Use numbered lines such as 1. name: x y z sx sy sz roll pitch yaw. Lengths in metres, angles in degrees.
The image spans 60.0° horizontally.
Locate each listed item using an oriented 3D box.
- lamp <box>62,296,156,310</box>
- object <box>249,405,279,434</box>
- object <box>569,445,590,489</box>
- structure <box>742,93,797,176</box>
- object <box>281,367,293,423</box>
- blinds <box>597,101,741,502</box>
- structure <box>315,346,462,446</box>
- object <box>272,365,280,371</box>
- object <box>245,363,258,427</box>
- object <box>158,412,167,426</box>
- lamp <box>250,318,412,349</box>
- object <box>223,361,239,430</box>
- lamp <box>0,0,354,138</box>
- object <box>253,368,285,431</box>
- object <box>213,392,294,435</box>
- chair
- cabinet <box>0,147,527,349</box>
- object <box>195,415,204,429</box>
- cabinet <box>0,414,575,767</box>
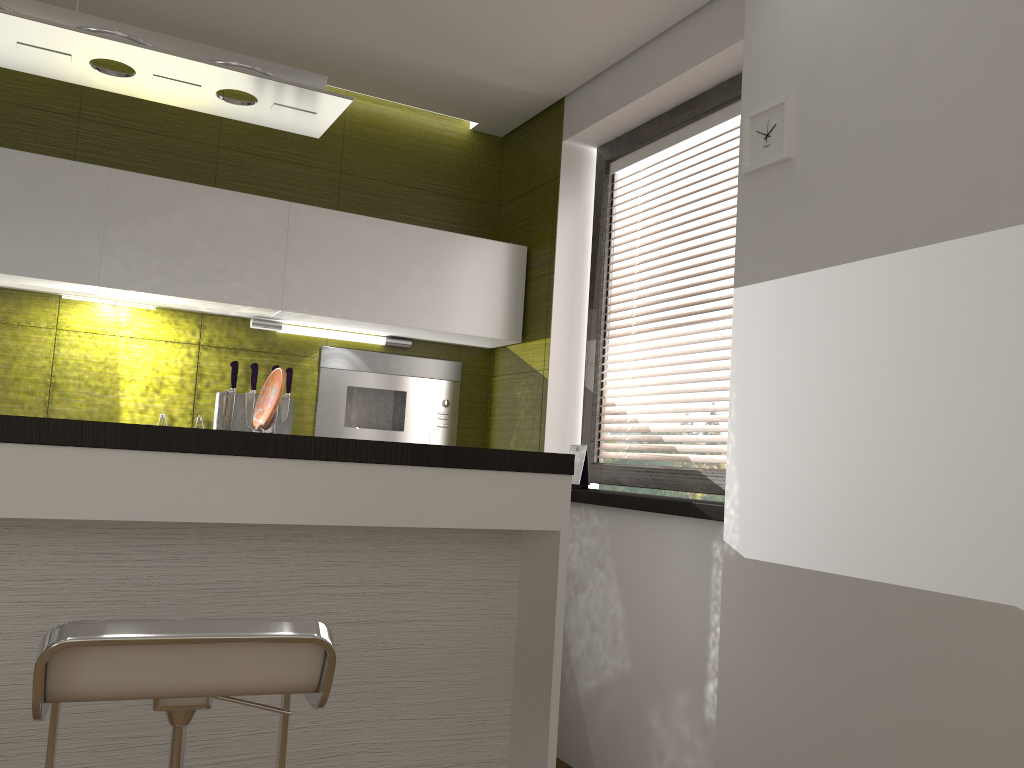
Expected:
1. lamp: -1.566 -0.316 3.452 0.334 0.008 0.008 6 -6 -27
2. object: -0.665 0.079 2.414 0.072 0.131 0.088 7 -6 -32
3. object: 0.255 0.324 3.470 0.057 0.169 0.106 7 -6 -33
4. structure: 0.716 -0.694 2.476 0.026 0.180 0.180 6 -6 -27
5. object: -0.919 0.046 3.602 0.040 0.231 0.013 6 -6 -27
6. blinds: 2.073 -2.408 7.390 16.000 12.704 9.030 2 -5 12
7. structure: -0.540 0.101 3.953 0.663 0.469 0.015 6 -6 -27
8. object: -0.964 0.042 3.579 0.036 0.243 0.013 6 -6 -27
9. object: -1.043 0.044 3.538 0.042 0.264 0.013 6 -6 -27
10. object: -1.347 0.167 3.409 0.059 0.121 0.059 2 -5 19
11. lamp: -0.763 -0.215 3.816 0.716 0.041 0.095 6 -6 -27
12. object: -1.116 0.074 3.498 0.046 0.339 0.013 6 -6 -27
13. lamp: -1.196 -1.123 2.028 1.677 0.683 0.326 6 -6 -27
14. object: -0.663 0.041 2.418 0.055 0.178 0.184 7 -6 -31
15. object: -1.044 0.159 3.576 0.293 0.227 0.107 6 -6 -27
16. chair: -0.543 0.768 1.395 0.418 0.857 0.460 6 -5 -22
17. cabinet: -1.635 0.246 3.268 3.471 2.089 0.724 6 -6 -27
18. object: -1.231 0.181 3.483 0.059 0.121 0.059 1 -6 30
19. cabinet: -1.330 0.620 1.846 2.947 1.134 0.663 6 -6 -27
